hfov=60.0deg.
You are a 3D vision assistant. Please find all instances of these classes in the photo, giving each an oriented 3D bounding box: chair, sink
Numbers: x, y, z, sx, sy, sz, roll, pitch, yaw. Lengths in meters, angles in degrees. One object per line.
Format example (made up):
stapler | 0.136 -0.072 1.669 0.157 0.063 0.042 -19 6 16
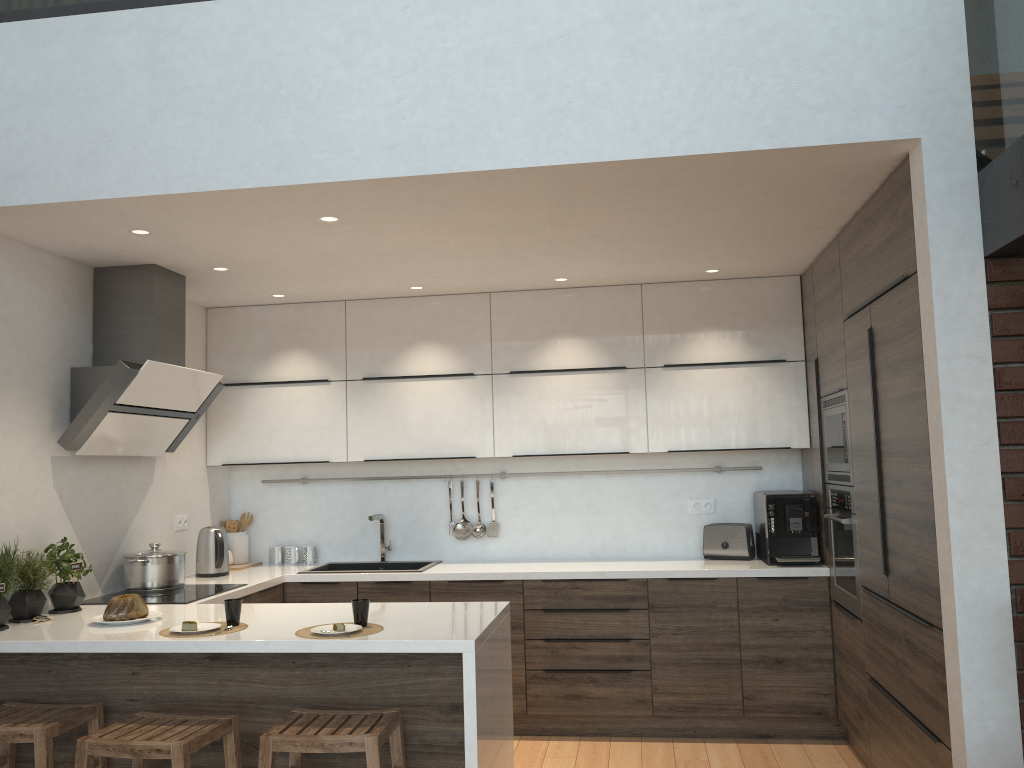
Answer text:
chair | -1.127 1.406 2.839 0.450 0.600 0.350 -3 -5 13
chair | -1.670 1.439 3.037 0.450 0.600 0.350 -2 -5 8
sink | -0.796 1.013 5.061 0.706 0.518 0.512 -2 -5 8
chair | -0.568 1.390 2.841 0.450 0.600 0.350 -2 -5 5

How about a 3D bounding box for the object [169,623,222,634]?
object | -1.128 0.873 3.161 0.176 0.014 0.176 -1 -5 -2

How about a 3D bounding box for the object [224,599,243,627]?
object | -1.024 0.840 3.255 0.066 0.093 0.066 -7 -7 43

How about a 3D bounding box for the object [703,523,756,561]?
object | 1.212 0.881 4.965 0.260 0.195 0.177 -4 -6 28

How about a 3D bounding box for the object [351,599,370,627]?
object | -0.538 0.816 3.157 0.066 0.093 0.066 0 -6 -19

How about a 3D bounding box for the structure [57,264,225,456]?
structure | -1.754 -0.157 4.295 0.407 0.998 0.898 -2 -5 8

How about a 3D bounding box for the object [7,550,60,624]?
object | -1.917 0.797 3.533 0.221 0.283 0.211 -4 -6 21

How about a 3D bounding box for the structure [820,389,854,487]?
structure | 1.750 0.253 4.145 0.459 0.430 0.595 -2 -5 8

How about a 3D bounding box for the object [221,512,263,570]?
object | -1.663 0.935 5.308 0.221 0.316 0.330 -2 -5 8

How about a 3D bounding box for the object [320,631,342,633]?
object | -0.598 0.840 3.000 0.126 0.012 0.025 -4 -6 26

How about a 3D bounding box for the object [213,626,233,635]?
object | -1.021 0.869 3.130 0.025 0.011 0.126 -3 -5 12

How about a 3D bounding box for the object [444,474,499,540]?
object | -0.239 0.730 5.279 0.320 0.389 0.069 -2 -5 9

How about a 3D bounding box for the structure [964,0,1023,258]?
structure | 1.921 -0.030 1.260 1.289 3.460 5.660 -2 -5 8

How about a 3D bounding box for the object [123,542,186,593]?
object | -1.746 0.889 4.335 0.315 0.223 0.288 3 -7 -41

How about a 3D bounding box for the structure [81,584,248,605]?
structure | -1.636 0.987 4.174 0.550 0.006 0.609 -2 -5 8

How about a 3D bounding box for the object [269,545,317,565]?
object | -1.332 1.037 5.375 0.297 0.105 0.112 -3 -5 10

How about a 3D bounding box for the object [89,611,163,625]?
object | -1.489 0.906 3.424 0.261 0.021 0.261 -2 -5 2

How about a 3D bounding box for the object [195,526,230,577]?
object | -1.652 0.919 4.878 0.179 0.270 0.220 -1 -5 -5

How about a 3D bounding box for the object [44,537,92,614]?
object | -1.883 0.800 3.727 0.179 0.311 0.172 -3 -6 19

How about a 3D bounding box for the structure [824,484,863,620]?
structure | 1.747 0.751 4.102 0.495 0.570 0.595 -2 -5 8

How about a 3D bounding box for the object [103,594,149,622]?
object | -1.499 0.868 3.440 0.155 0.101 0.161 -2 -5 4

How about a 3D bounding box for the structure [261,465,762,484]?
structure | -0.055 0.543 5.277 3.000 0.045 0.050 -2 -5 8

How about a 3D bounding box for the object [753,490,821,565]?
object | 1.484 0.766 4.785 0.274 0.378 0.532 -2 -5 8

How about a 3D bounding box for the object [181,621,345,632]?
object | -0.872 0.846 3.099 0.597 0.039 0.064 -2 -5 4

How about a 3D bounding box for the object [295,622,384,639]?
object | -0.601 0.860 3.095 0.304 0.002 0.304 -6 -7 40

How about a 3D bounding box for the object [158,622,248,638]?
object | -1.110 0.884 3.195 0.305 0.002 0.305 1 -6 -23

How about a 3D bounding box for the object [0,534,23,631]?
object | -1.951 0.736 3.323 0.186 0.367 0.196 -2 -5 8

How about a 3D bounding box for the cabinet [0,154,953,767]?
cabinet | -0.192 0.590 4.106 3.495 2.401 2.401 -2 -5 8

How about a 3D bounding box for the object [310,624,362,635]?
object | -0.604 0.848 3.053 0.176 0.014 0.176 -3 -5 12
